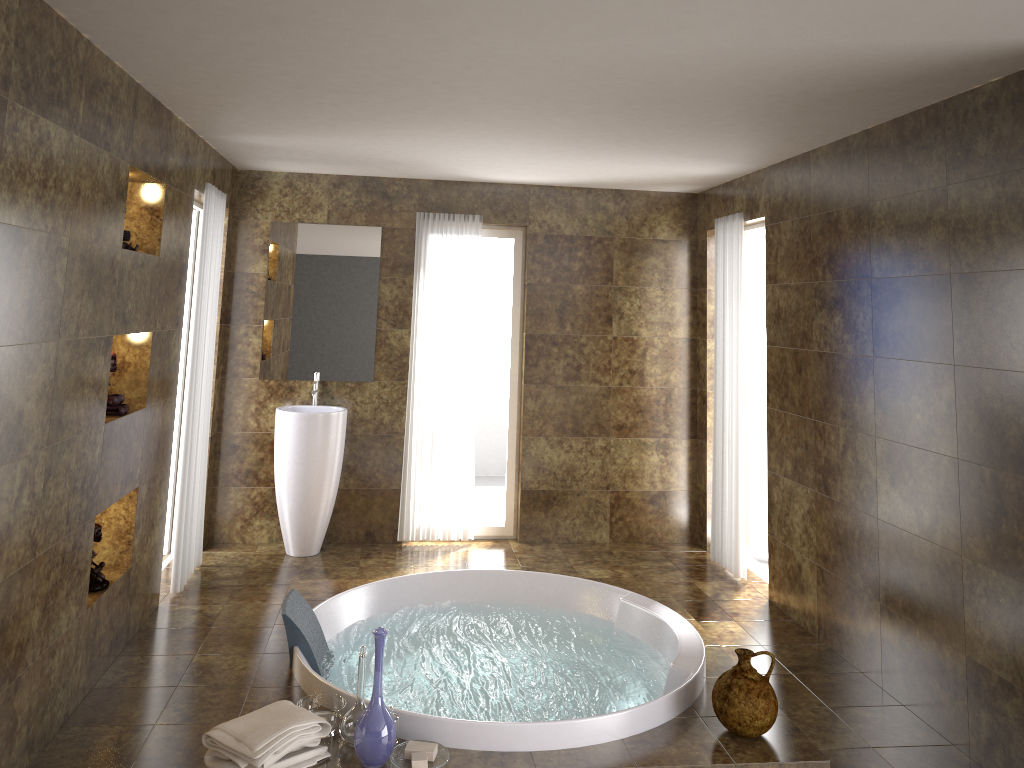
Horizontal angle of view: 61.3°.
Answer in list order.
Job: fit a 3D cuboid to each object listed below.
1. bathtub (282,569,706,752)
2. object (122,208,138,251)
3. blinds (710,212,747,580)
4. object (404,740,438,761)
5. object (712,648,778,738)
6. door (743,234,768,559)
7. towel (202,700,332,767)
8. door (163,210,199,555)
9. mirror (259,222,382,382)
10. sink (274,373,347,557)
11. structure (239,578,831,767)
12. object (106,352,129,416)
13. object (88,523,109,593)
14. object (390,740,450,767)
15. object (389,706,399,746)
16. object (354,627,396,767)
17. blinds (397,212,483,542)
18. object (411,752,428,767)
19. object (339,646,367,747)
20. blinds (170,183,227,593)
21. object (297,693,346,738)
[{"bbox_3d":[-0.057,1.210,3.746,1.752,0.530,1.734,4,4,23],"label":"bathtub"},{"bbox_3d":[-1.754,-0.723,3.857,0.152,0.271,0.120,3,-6,-7],"label":"object"},{"bbox_3d":[1.391,0.025,5.597,0.069,2.312,0.473,3,-8,-8],"label":"blinds"},{"bbox_3d":[-0.297,1.199,2.824,0.101,0.033,0.060,2,2,8],"label":"object"},{"bbox_3d":[0.834,1.102,3.097,0.228,0.279,0.228,4,-4,-36],"label":"object"},{"bbox_3d":[1.975,0.073,5.851,0.960,2.262,0.039,-1,-8,26],"label":"door"},{"bbox_3d":[-0.794,1.156,2.799,0.339,0.152,0.318,4,3,37],"label":"towel"},{"bbox_3d":[-2.581,-0.045,5.458,0.957,2.262,0.039,4,-8,-17],"label":"door"},{"bbox_3d":[-1.321,-0.572,5.998,0.767,1.109,0.008,2,-8,-7],"label":"mirror"},{"bbox_3d":[-1.326,0.513,5.627,0.458,1.154,0.427,2,-6,-5],"label":"sink"},{"bbox_3d":[-0.056,1.218,3.746,2.002,0.126,1.992,1,5,-7],"label":"structure"},{"bbox_3d":[-1.781,-0.008,3.822,0.174,0.289,0.109,2,-6,-7],"label":"object"},{"bbox_3d":[-1.794,0.728,3.694,0.152,0.278,0.148,3,-5,-7],"label":"object"},{"bbox_3d":[-0.299,1.216,2.811,0.189,0.019,0.189,0,5,-19],"label":"object"},{"bbox_3d":[-0.411,1.154,2.925,0.057,0.117,0.057,-4,-8,45],"label":"object"},{"bbox_3d":[-0.439,1.011,2.816,0.136,0.426,0.132,2,-7,0],"label":"object"},{"bbox_3d":[-0.479,-0.078,6.008,0.518,2.300,0.066,3,-8,-7],"label":"blinds"},{"bbox_3d":[-0.295,1.202,2.754,0.053,0.035,0.073,2,2,-7],"label":"object"},{"bbox_3d":[-0.515,1.054,2.936,0.130,0.313,0.127,2,-6,0],"label":"object"},{"bbox_3d":[-1.817,-0.039,5.087,0.068,2.312,0.587,3,-7,-8],"label":"blinds"},{"bbox_3d":[-0.668,1.157,3.021,0.169,0.076,0.169,1,3,-26],"label":"object"}]
